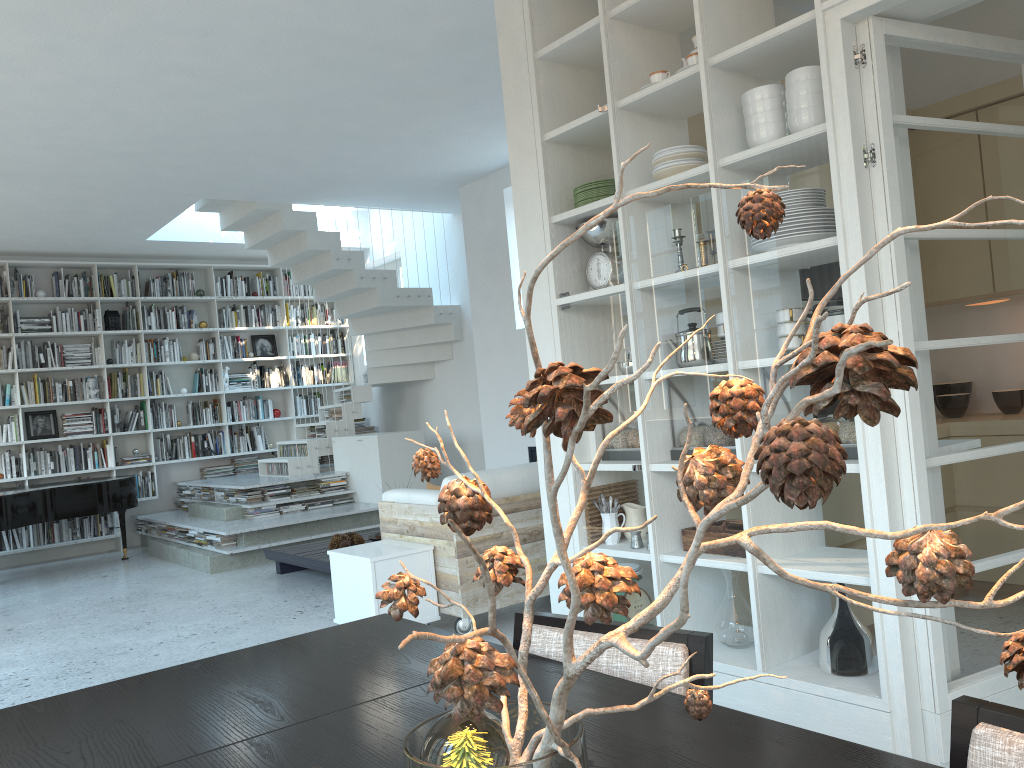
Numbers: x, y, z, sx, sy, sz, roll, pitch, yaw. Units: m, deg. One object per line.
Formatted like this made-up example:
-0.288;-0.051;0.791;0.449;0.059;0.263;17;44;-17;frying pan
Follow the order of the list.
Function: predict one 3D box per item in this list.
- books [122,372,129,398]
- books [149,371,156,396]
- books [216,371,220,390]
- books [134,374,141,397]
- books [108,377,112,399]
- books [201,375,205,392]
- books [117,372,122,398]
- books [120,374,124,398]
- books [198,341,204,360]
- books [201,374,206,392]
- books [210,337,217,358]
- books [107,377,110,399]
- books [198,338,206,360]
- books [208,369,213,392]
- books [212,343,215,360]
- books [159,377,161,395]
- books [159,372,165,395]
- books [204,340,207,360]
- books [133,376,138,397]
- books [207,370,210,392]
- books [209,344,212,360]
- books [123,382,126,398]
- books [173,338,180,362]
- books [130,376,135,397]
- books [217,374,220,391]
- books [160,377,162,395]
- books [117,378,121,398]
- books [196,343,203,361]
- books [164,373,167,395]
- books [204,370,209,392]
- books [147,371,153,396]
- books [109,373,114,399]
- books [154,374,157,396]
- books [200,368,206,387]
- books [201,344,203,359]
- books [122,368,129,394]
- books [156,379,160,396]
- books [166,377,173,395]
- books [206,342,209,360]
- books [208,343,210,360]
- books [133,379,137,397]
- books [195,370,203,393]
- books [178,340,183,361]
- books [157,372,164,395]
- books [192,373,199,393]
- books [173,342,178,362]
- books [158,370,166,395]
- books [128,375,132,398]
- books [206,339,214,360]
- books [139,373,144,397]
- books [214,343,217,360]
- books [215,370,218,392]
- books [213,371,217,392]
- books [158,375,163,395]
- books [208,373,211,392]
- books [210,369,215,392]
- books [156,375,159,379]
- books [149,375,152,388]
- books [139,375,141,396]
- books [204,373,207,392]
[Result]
-4.283;0.016;9.820;0.019;0.293;0.182;-5;-1;-37;books
-4.053;0.004;9.990;0.013;0.279;0.192;-5;-1;-37;books
-3.475;-0.025;10.448;0.010;0.245;0.158;-5;-1;-37;books
-4.192;0.022;9.913;0.032;0.266;0.143;-5;-1;-37;books
-4.440;0.052;9.751;0.013;0.247;0.176;-5;-1;-37;books
-3.623;0.005;10.336;0.006;0.210;0.188;-5;-1;-37;books
-4.343;0.020;9.792;0.019;0.294;0.164;-5;-1;-37;books
-4.340;0.029;9.823;0.035;0.278;0.139;-5;-1;-37;books
-3.637;-0.375;10.370;0.012;0.232;0.154;-5;-1;-37;books
-3.616;-0.001;10.342;0.013;0.219;0.187;-5;-1;-37;books
-3.513;-0.408;10.443;0.005;0.278;0.182;-5;-1;-37;books
-4.445;0.054;9.733;0.014;0.244;0.145;-5;-1;-37;books
-3.621;-0.394;10.369;0.015;0.267;0.164;-5;-1;-37;books
-3.558;-0.033;10.401;0.032;0.274;0.154;-5;-1;-37;books
-3.538;-0.369;10.424;0.013;0.204;0.174;-5;-1;-37;books
-4.012;0.036;10.049;0.014;0.209;0.156;-5;-1;-37;books
-3.984;0.002;10.074;0.006;0.273;0.167;-5;-1;-37;books
-3.615;-0.382;10.387;0.016;0.244;0.151;-5;-1;-37;books
-4.213;0.037;9.903;0.028;0.239;0.145;-5;-1;-37;books
-3.578;-0.024;10.375;0.015;0.259;0.152;-5;-1;-37;books
-3.566;-0.365;10.416;0.013;0.202;0.173;-5;-1;-37;books
-4.317;0.076;9.840;0.030;0.181;0.131;-5;-1;-37;books
-3.859;-0.377;10.179;0.024;0.272;0.169;-5;-1;-37;books
-4.236;0.037;9.851;0.027;0.242;0.188;-5;-1;-37;books
-3.492;-0.007;10.446;0.023;0.212;0.164;-5;-1;-37;books
-3.999;0.034;10.049;0.007;0.211;0.158;-5;-1;-37;books
-4.355;0.052;9.784;0.015;0.232;0.180;-5;-1;-37;books
-3.655;-0.367;10.363;0.015;0.220;0.140;-5;-1;-37;books
-3.963;0.010;10.099;0.007;0.254;0.161;-5;-1;-37;books
-3.591;-0.025;10.365;0.018;0.263;0.165;-5;-1;-37;books
-4.099;0.004;9.976;0.035;0.288;0.191;-5;-1;-37;books
-4.403;0.026;9.748;0.035;0.293;0.145;-5;-1;-37;books
-4.048;0.016;10.030;0.013;0.256;0.144;-5;-1;-37;books
-3.618;-0.038;10.362;0.013;0.295;0.154;-5;-1;-37;books
-3.644;-0.361;10.367;0.005;0.205;0.154;-5;-1;-37;books
-4.286;-0.006;9.843;0.021;0.337;0.169;-5;-1;-37;books
-4.014;0.044;10.014;0.017;0.192;0.191;-5;-1;-37;books
-3.921;0.029;10.095;0.051;0.210;0.177;-5;-1;-37;books
-3.593;-0.376;10.405;0.016;0.228;0.160;-5;-1;-37;books
-3.583;-0.366;10.418;0.012;0.206;0.137;-5;-1;-37;books
-4.220;0.055;9.872;0.034;0.204;0.181;-5;-1;-37;books
-3.646;-0.021;10.328;0.021;0.264;0.174;-5;-1;-37;books
-3.842;-0.369;10.220;0.034;0.254;0.161;-5;-1;-37;books
-3.985;0.003;10.066;0.006;0.270;0.178;-5;-1;-37;books
-3.678;-0.005;10.311;0.056;0.241;0.153;-5;-1;-37;books
-3.883;-0.355;10.174;0.021;0.232;0.183;-5;-1;-37;books
-3.978;-0.006;10.080;0.013;0.287;0.159;-5;-1;-37;books
-4.270;0.035;9.856;0.033;0.253;0.174;-5;-1;-37;books
-3.551;-0.394;10.417;0.016;0.257;0.176;-5;-1;-37;books
-4.169;0.020;9.946;0.033;0.268;0.142;-5;-1;-37;books
-3.520;-0.371;10.442;0.012;0.206;0.169;-5;-1;-37;books
-3.498;-0.027;10.423;0.011;0.252;0.169;-5;-1;-37;books
-3.518;-0.021;10.429;0.013;0.244;0.158;-5;-1;-37;books
-3.999;0.018;10.066;0.017;0.243;0.132;-5;-1;-37;books
-3.561;-0.008;10.377;0.012;0.224;0.178;-5;-1;-37;books
-3.527;-0.035;10.397;0.012;0.273;0.184;-5;-1;-37;books
-4.022;0.020;10.043;0.008;0.242;0.169;-5;-1;-37;books
-4.091;0.025;10.004;0.007;0.244;0.145;-5;-1;-37;books
-4.185;0.031;9.936;0.019;0.247;0.149;-5;-1;-37;books
-3.608;-0.006;10.369;0.007;0.230;0.146;-5;-1;-37;books
